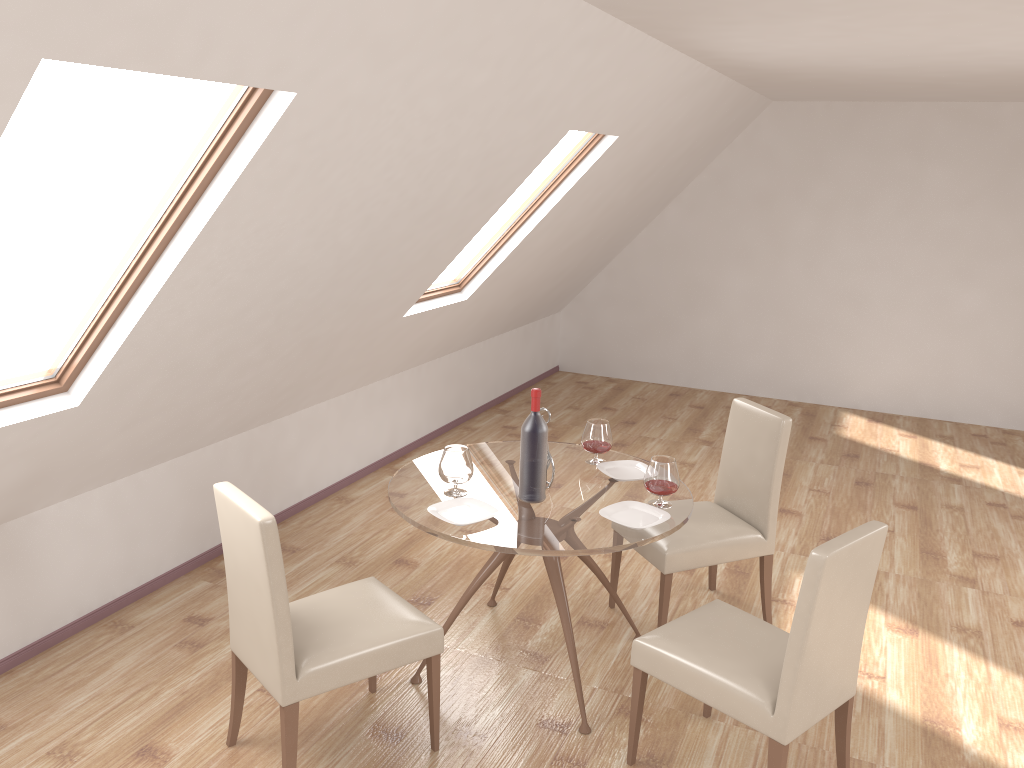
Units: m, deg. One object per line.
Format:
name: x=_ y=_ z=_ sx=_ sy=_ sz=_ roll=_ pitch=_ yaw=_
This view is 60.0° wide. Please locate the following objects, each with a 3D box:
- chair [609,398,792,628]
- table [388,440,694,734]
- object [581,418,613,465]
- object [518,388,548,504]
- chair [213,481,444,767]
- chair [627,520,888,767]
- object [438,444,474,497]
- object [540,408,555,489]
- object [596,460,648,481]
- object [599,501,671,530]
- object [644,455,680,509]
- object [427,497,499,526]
chair: x=0.833 y=0.603 z=3.963 sx=0.618 sy=0.999 sz=0.477 roll=-4 pitch=15 yaw=-21
table: x=0.099 y=0.780 z=3.618 sx=1.198 sy=0.770 sz=1.198 roll=15 pitch=19 yaw=43
object: x=0.366 y=0.248 z=3.818 sx=0.136 sy=0.183 sz=0.136 roll=2 pitch=14 yaw=2
object: x=0.083 y=0.229 z=3.330 sx=0.109 sy=0.435 sz=0.109 roll=7 pitch=15 yaw=19
chair: x=-0.616 y=0.796 z=2.994 sx=0.618 sy=0.999 sz=0.477 roll=-9 pitch=18 yaw=-38
chair: x=0.783 y=0.866 z=2.899 sx=0.477 sy=0.999 sz=0.618 roll=-10 pitch=19 yaw=-40
object: x=-0.215 y=0.332 z=3.405 sx=0.136 sy=0.183 sz=0.136 roll=-9 pitch=18 yaw=-38
object: x=0.119 y=0.250 z=3.487 sx=0.086 sy=0.322 sz=0.096 roll=-1 pitch=14 yaw=-13
object: x=0.477 y=0.366 z=3.695 sx=0.228 sy=0.020 sz=0.228 roll=-3 pitch=15 yaw=-21
object: x=0.446 y=0.482 z=3.225 sx=0.228 sy=0.020 sz=0.228 roll=-11 pitch=19 yaw=-43
object: x=0.566 y=0.370 z=3.356 sx=0.136 sy=0.183 sz=0.136 roll=2 pitch=14 yaw=2
object: x=-0.176 y=0.466 z=3.206 sx=0.228 sy=0.020 sz=0.228 roll=-10 pitch=18 yaw=-39
